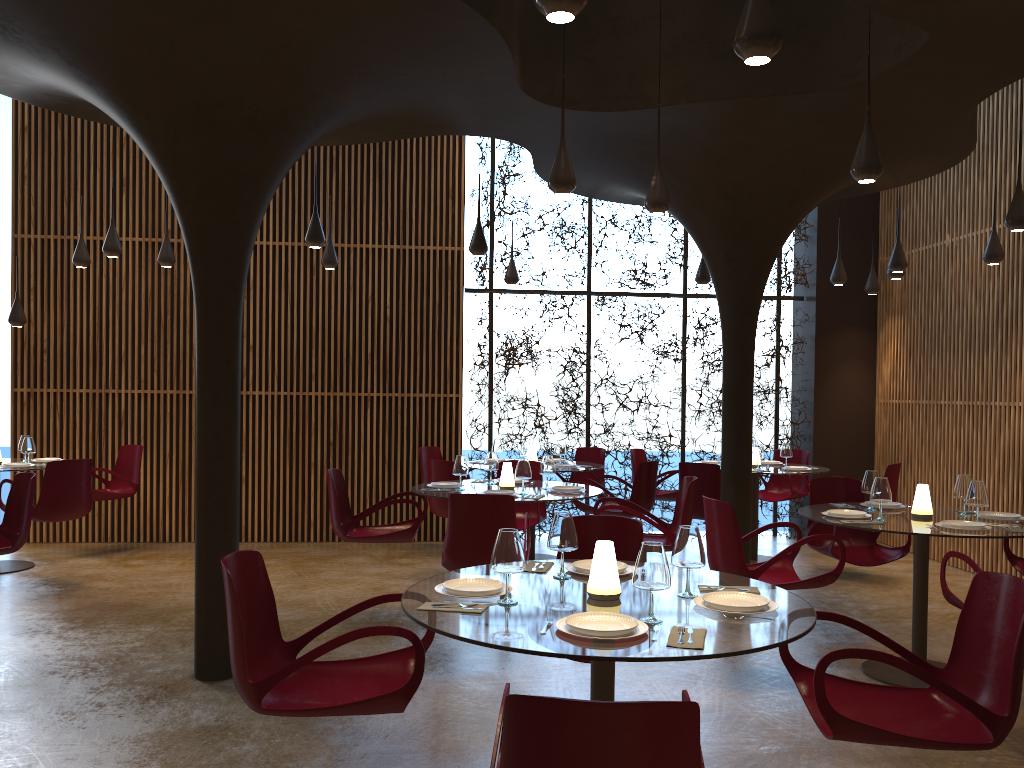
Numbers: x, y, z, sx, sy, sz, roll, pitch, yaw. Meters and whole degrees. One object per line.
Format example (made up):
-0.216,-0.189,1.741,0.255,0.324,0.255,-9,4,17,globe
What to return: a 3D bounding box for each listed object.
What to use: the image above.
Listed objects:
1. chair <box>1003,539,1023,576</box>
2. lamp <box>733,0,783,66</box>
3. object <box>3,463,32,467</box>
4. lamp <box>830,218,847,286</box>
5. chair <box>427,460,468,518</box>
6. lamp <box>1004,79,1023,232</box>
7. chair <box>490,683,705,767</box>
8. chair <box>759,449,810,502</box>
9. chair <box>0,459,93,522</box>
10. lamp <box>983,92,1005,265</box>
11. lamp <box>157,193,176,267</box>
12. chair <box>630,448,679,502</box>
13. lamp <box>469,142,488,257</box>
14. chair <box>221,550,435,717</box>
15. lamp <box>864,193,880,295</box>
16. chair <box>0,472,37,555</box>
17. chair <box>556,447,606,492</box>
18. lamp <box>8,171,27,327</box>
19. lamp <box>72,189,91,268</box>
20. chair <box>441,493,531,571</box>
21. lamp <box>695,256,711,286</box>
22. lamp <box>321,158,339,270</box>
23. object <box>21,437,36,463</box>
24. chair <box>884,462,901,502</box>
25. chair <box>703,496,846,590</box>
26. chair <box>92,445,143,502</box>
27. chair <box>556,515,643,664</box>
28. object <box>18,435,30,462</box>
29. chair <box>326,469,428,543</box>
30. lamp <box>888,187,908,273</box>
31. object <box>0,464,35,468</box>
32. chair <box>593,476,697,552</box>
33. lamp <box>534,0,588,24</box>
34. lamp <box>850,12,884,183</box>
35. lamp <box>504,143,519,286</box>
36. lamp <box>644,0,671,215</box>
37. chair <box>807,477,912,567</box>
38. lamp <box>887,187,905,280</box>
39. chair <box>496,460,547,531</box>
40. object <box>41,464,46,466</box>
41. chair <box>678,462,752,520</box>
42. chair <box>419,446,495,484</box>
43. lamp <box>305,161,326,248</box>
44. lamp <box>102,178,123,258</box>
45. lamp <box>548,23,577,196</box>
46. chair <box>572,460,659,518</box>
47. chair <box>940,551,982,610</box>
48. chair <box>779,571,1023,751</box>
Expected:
4.106,1.136,6.320,0.872,0.636,0.625,1,0,-6,chair
1.031,-4.441,3.519,0.196,6.279,0.196,1,1,30,lamp
-5.154,0.845,9.235,0.263,0.029,0.263,1,-1,13,object
3.997,-4.336,10.685,0.196,6.279,0.196,1,1,20,lamp
-0.506,1.103,9.406,0.625,0.636,0.872,1,0,34,chair
4.097,-4.368,7.048,0.196,6.279,0.196,1,1,9,lamp
0.237,1.049,2.462,0.625,0.636,0.872,1,0,4,chair
3.454,1.174,11.386,0.625,0.636,0.872,1,0,39,chair
-4.580,1.043,8.810,0.872,0.636,0.625,1,0,34,chair
4.880,-4.341,8.854,0.196,6.279,0.196,1,1,10,lamp
-3.815,-4.448,9.836,0.196,6.279,0.196,1,1,2,lamp
1.913,1.151,11.170,0.872,0.636,0.625,1,0,29,chair
-0.293,-4.411,8.757,0.196,6.279,0.196,2,1,39,lamp
-0.778,1.047,3.751,0.872,0.636,0.625,1,0,-1,chair
4.785,-4.317,11.617,0.196,6.279,0.196,1,1,20,lamp
-4.191,1.031,6.898,0.872,0.636,0.625,1,0,-43,chair
0.801,1.137,11.245,0.625,0.636,0.872,1,0,39,chair
-5.704,-3.803,10.239,0.196,6.279,0.196,0,1,-31,lamp
-4.838,-4.460,9.992,0.196,6.279,0.196,1,1,2,lamp
-0.189,1.081,6.549,0.625,0.636,0.872,1,0,4,chair
2.389,-4.356,10.855,0.196,6.279,0.196,1,1,20,lamp
-1.993,-4.424,9.839,0.196,6.279,0.196,0,1,-31,lamp
-5.163,0.719,9.465,0.142,0.295,0.142,1,1,-1,object
3.818,1.164,9.787,0.872,0.636,0.625,1,0,34,chair
1.757,1.103,6.154,0.872,0.636,0.625,1,0,-11,chair
-4.819,1.055,10.481,0.625,0.636,0.872,1,0,34,chair
0.449,1.072,4.708,0.625,0.636,0.872,1,0,9,chair
-5.417,0.720,9.866,0.142,0.295,0.142,1,1,12,object
-1.204,1.079,7.838,0.872,0.636,0.625,1,0,-1,chair
4.200,-4.344,9.500,0.196,6.279,0.196,1,1,10,lamp
-5.154,0.854,9.235,0.332,0.014,0.332,1,-1,19,object
1.138,1.108,7.593,0.872,0.636,0.625,1,0,4,chair
0.216,-4.456,3.131,0.196,6.279,0.196,1,1,30,lamp
2.262,-4.407,5.496,0.196,6.279,0.196,1,1,9,lamp
0.037,-4.385,11.117,0.196,6.279,0.196,1,1,20,lamp
1.130,-4.412,6.583,0.196,6.279,0.196,1,1,30,lamp
2.799,1.127,7.311,0.625,0.636,0.872,1,0,-1,chair
4.428,-4.336,10.075,0.196,6.279,0.196,0,1,-20,lamp
0.023,1.104,8.795,0.625,0.636,0.872,1,0,9,chair
-4.928,0.866,9.436,0.262,0.017,0.126,0,-1,45,object
2.147,1.139,9.547,0.625,0.636,0.872,1,0,34,chair
-0.740,1.115,11.029,0.872,0.636,0.625,1,0,29,chair
-1.827,-4.435,8.357,0.196,6.279,0.196,2,1,39,lamp
-4.106,-4.458,9.146,0.196,6.279,0.196,1,1,22,lamp
0.381,-4.428,5.977,0.196,6.279,0.196,1,1,30,lamp
1.165,1.127,9.646,0.872,0.636,0.625,1,0,34,chair
2.980,1.109,5.062,0.625,0.636,0.872,1,0,-6,chair
1.564,1.076,3.506,0.872,0.636,0.625,1,0,4,chair
